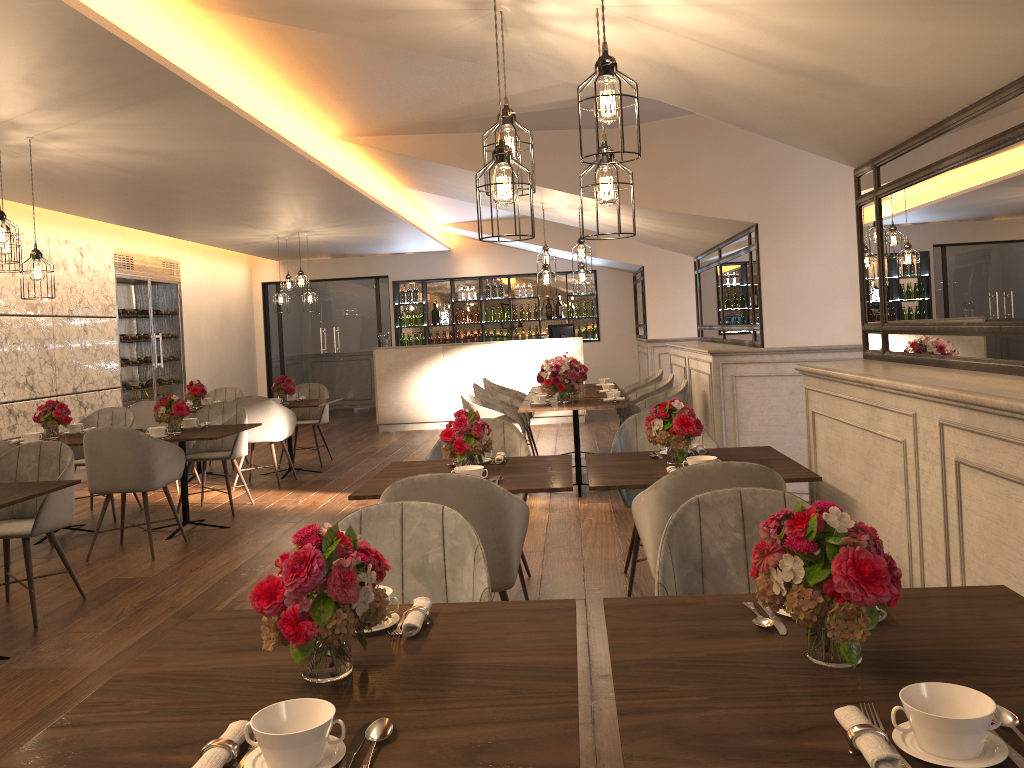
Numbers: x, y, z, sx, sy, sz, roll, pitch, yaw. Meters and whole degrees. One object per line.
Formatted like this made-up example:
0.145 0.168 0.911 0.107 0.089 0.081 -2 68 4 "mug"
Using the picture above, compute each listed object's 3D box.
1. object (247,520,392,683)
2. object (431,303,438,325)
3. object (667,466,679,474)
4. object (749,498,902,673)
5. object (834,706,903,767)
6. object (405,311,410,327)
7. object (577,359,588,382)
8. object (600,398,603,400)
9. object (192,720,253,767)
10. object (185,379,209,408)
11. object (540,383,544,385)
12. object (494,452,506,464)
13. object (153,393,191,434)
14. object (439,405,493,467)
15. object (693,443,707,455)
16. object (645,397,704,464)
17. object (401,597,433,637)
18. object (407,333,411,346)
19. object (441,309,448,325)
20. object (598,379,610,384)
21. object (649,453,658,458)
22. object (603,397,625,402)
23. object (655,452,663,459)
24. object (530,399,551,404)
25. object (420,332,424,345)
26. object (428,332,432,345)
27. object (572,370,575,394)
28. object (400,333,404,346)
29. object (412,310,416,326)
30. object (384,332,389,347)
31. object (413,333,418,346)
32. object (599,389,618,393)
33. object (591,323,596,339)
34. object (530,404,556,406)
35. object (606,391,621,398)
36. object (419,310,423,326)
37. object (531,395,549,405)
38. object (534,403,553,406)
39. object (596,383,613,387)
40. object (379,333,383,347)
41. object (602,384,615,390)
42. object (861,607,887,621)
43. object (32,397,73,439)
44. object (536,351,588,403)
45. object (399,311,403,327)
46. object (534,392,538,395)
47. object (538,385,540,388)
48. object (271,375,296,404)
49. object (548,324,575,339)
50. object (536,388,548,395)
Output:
-0.358 0.395 1.664 0.234 0.301 0.306 -2 2 23 "object"
-1.259 -1.137 14.397 0.104 0.359 0.104 -3 0 -24 "object"
0.655 0.357 3.580 0.056 0.039 0.176 -3 3 4 "object"
0.579 0.349 1.616 0.234 0.301 0.305 -4 2 -21 "object"
0.506 0.506 1.263 0.056 0.039 0.176 -3 3 4 "object"
-1.704 -1.067 14.422 0.065 0.261 0.066 -3 0 -18 "object"
0.644 -0.118 9.127 0.306 0.301 0.234 -4 2 -39 "object"
0.826 0.124 7.417 0.197 0.015 0.043 -3 3 0 "object"
-0.436 0.551 1.324 0.056 0.039 0.176 -3 3 4 "object"
-3.226 0.089 9.066 0.234 0.301 0.305 -4 2 -21 "object"
0.345 0.016 9.131 0.148 0.072 0.148 -6 4 -44 "object"
-0.057 0.353 4.236 0.056 0.039 0.176 -3 3 4 "object"
-2.484 0.209 6.494 0.305 0.301 0.235 -2 2 36 "object"
-0.209 0.245 3.980 0.234 0.301 0.306 -2 2 23 "object"
0.885 0.308 4.175 0.056 0.039 0.176 -3 3 4 "object"
0.727 0.199 3.932 0.234 0.301 0.305 -4 2 -21 "object"
-0.206 0.503 1.920 0.056 0.039 0.176 -3 3 4 "object"
-1.685 -0.705 14.423 0.065 0.261 0.066 -3 0 -18 "object"
-1.092 -1.105 14.381 0.108 0.281 0.108 -3 1 -40 "object"
0.954 -0.016 9.127 0.148 0.072 0.148 -6 4 -44 "object"
0.666 0.332 4.170 0.043 0.015 0.197 -3 4 8 "object"
0.831 0.126 7.189 0.175 0.039 0.056 -3 2 4 "object"
0.693 0.337 4.161 0.022 0.004 0.211 -3 4 4 "object"
0.236 0.143 7.420 0.175 0.039 0.056 -3 2 4 "object"
-1.465 -0.715 14.409 0.065 0.261 0.066 -3 0 -18 "object"
-1.332 -0.722 14.401 0.065 0.261 0.066 -3 0 -18 "object"
0.520 -0.059 8.317 0.234 0.301 0.306 -2 2 23 "object"
-1.795 -0.699 14.431 0.065 0.261 0.066 -3 0 -18 "object"
-1.594 -1.072 14.415 0.065 0.261 0.066 -3 0 -18 "object"
-1.792 -0.634 12.682 0.065 0.208 0.145 -3 1 -5 "object"
-1.575 -0.710 14.416 0.065 0.261 0.066 -3 0 -18 "object"
0.890 0.066 8.120 0.175 0.039 0.056 -3 2 4 "object"
1.308 -0.849 14.230 0.065 0.261 0.066 -3 0 -18 "object"
0.251 0.172 7.227 0.210 0.004 0.022 -3 3 4 "object"
0.837 0.102 7.303 0.148 0.072 0.148 -6 4 -44 "object"
-1.484 -1.077 14.408 0.065 0.261 0.066 -3 0 -18 "object"
0.228 0.134 7.306 0.148 0.072 0.148 -6 4 -44 "object"
0.241 0.169 7.192 0.197 0.015 0.043 -3 3 0 "object"
0.948 0.008 9.014 0.175 0.039 0.056 -3 2 4 "object"
-1.877 -0.630 12.683 0.065 0.208 0.065 -3 0 -5 "object"
0.896 0.042 8.234 0.148 0.072 0.148 -6 4 -44 "object"
0.736 0.458 1.859 0.056 0.039 0.176 -3 3 4 "object"
-3.429 0.252 6.583 0.305 0.301 0.235 -2 2 25 "object"
0.415 -0.061 7.420 0.420 0.425 0.406 -3 2 -8 "object"
-1.814 -1.062 14.430 0.065 0.261 0.066 -3 0 -18 "object"
0.295 0.083 8.351 0.175 0.039 0.056 -3 2 4 "object"
0.353 0.025 9.244 0.175 0.039 0.056 -3 2 4 "object"
-2.334 0.047 9.015 0.234 0.301 0.305 -4 2 -39 "object"
0.722 -0.692 12.678 0.409 0.329 0.130 -4 1 -19 "object"
0.288 0.073 8.237 0.148 0.072 0.148 -6 4 -44 "object"
